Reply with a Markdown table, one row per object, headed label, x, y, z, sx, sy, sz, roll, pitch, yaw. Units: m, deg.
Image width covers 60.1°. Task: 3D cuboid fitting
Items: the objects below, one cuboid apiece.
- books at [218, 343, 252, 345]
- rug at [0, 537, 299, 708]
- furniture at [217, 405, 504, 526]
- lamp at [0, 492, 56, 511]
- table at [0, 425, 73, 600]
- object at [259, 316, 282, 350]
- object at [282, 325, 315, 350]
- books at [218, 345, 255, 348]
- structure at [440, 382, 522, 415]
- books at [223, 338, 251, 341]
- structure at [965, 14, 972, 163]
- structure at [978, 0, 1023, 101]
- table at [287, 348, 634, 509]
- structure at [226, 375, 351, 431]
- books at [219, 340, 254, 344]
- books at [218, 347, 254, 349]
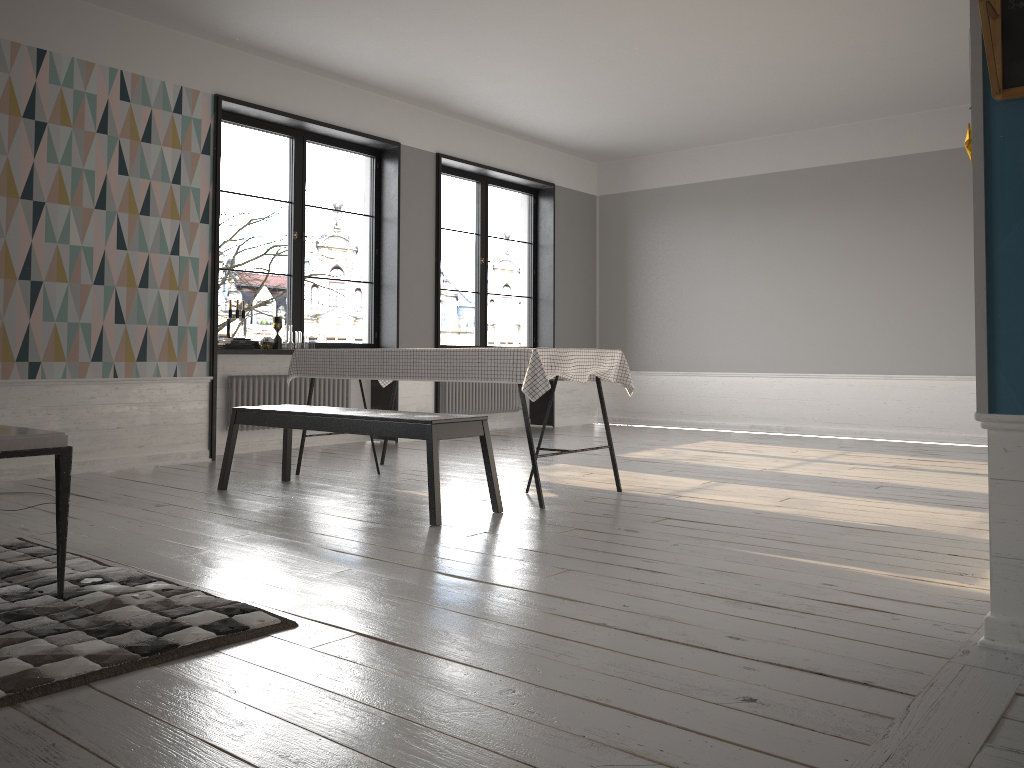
| label | x | y | z | sx | sy | sz | roll | pitch | yaw |
| --- | --- | --- | --- | --- | --- | --- | --- | --- | --- |
| books | -2.067 | -0.293 | 6.555 | 0.174 | 0.011 | 0.216 | 2 | 2 | 44 |
| rug | -2.063 | 0.654 | 1.992 | 1.769 | 0.034 | 2.525 | 2 | 2 | 39 |
| furniture | -0.834 | 0.369 | 4.560 | 1.669 | 0.456 | 0.465 | 1 | 0 | 39 |
| lamp | -2.798 | -0.263 | 4.547 | 1.246 | 1.706 | 0.679 | 0 | -2 | 37 |
| table | -2.043 | 0.406 | 2.276 | 0.732 | 0.512 | 1.455 | 1 | 1 | 39 |
| object | -1.852 | -0.393 | 6.808 | 0.194 | 0.257 | 0.115 | 1 | -2 | -41 |
| object | -1.705 | -0.366 | 7.006 | 0.153 | 0.192 | 0.268 | 0 | 0 | 39 |
| books | -2.075 | -0.279 | 6.550 | 0.183 | 0.019 | 0.271 | 1 | 2 | 38 |
| structure | -0.298 | 0.091 | 8.954 | 0.148 | 0.429 | 1.222 | -1 | 0 | 37 |
| books | -2.041 | -0.330 | 6.571 | 0.123 | 0.017 | 0.153 | 2 | 2 | 40 |
| structure | 1.354 | -0.858 | 2.567 | 0.078 | 0.448 | 0.134 | -1 | -2 | 27 |
| structure | 1.391 | -1.114 | 2.097 | 0.495 | 0.777 | 0.185 | -1 | -2 | 39 |
| table | -0.363 | 0.187 | 5.199 | 2.025 | 0.785 | 0.931 | 1 | 1 | 39 |
| structure | -1.767 | 0.137 | 7.128 | 0.148 | 0.429 | 1.222 | -1 | 0 | 37 |
| books | -2.047 | -0.310 | 6.570 | 0.162 | 0.022 | 0.198 | 2 | 2 | 40 |
| books | -2.071 | -0.264 | 6.544 | 0.162 | 0.011 | 0.267 | 2 | 2 | 42 |
